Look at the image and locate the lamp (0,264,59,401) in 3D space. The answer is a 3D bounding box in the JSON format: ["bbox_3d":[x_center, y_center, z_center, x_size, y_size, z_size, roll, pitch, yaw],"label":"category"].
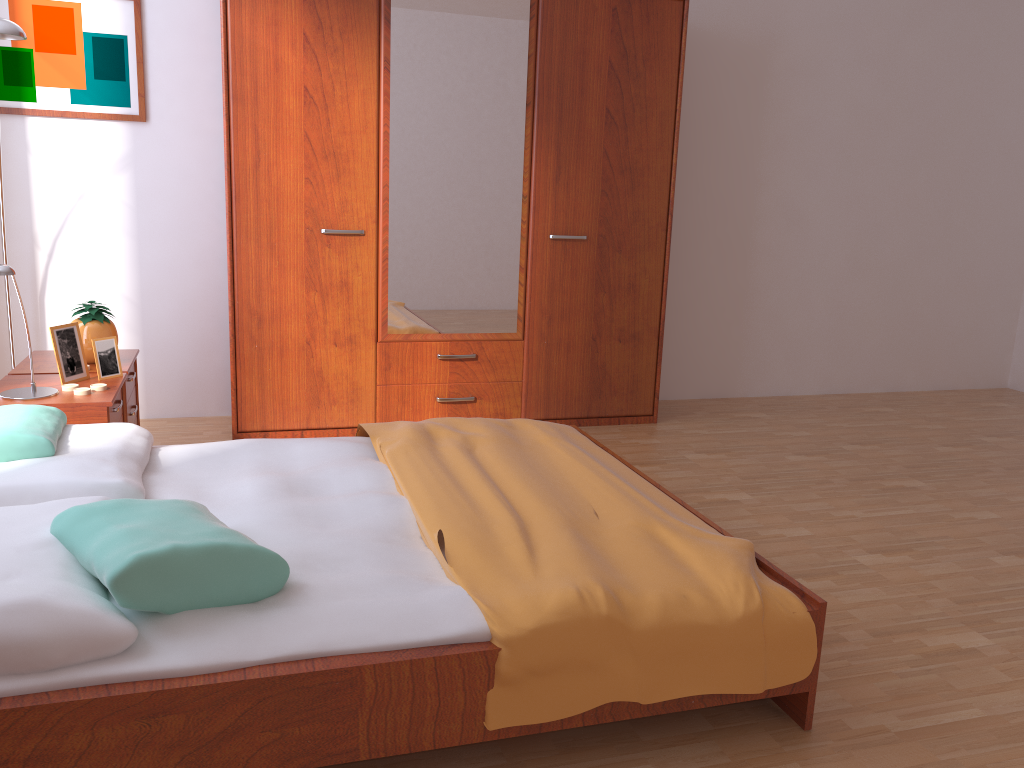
[{"bbox_3d":[-1.437,-0.155,2.617,0.163,0.421,0.337,-5,14,-29],"label":"lamp"}]

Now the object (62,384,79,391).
[{"bbox_3d":[-1.403,0.013,2.817,0.049,0.018,0.049,-5,14,-31],"label":"object"}]

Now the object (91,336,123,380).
[{"bbox_3d":[-1.365,-0.088,2.992,0.027,0.137,0.094,8,14,26],"label":"object"}]

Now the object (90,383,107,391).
[{"bbox_3d":[-1.321,0.012,2.835,0.049,0.018,0.049,-5,14,-31],"label":"object"}]

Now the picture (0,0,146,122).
[{"bbox_3d":[-1.887,-1.382,3.704,0.645,0.517,0.030,-2,13,-18],"label":"picture"}]

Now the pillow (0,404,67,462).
[{"bbox_3d":[-1.334,0.141,2.323,0.276,0.116,0.322,-2,13,-21],"label":"pillow"}]

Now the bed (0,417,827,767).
[{"bbox_3d":[-0.532,0.323,2.265,1.990,0.560,1.632,-2,13,-18],"label":"bed"}]

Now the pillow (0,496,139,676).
[{"bbox_3d":[-1.026,0.383,1.683,0.574,0.157,0.682,-3,13,-24],"label":"pillow"}]

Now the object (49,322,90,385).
[{"bbox_3d":[-1.450,-0.100,2.910,0.037,0.191,0.131,5,12,12],"label":"object"}]

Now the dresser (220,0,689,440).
[{"bbox_3d":[-0.266,-0.789,4.105,2.017,2.004,0.487,-2,13,-18],"label":"dresser"}]

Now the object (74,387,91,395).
[{"bbox_3d":[-1.343,0.025,2.773,0.049,0.018,0.049,-5,14,-31],"label":"object"}]

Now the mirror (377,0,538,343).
[{"bbox_3d":[-0.240,-0.950,3.855,0.681,1.556,0.037,-2,13,-18],"label":"mirror"}]

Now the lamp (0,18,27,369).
[{"bbox_3d":[-1.873,-0.497,3.393,0.387,1.603,0.799,-10,17,-44],"label":"lamp"}]

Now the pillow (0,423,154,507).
[{"bbox_3d":[-1.250,0.237,2.310,0.574,0.182,0.630,-2,13,-19],"label":"pillow"}]

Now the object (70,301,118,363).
[{"bbox_3d":[-1.535,-0.191,3.244,0.170,0.223,0.169,-7,15,-38],"label":"object"}]

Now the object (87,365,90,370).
[{"bbox_3d":[-1.507,-0.055,3.109,0.049,0.018,0.049,-5,14,-31],"label":"object"}]

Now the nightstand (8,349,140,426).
[{"bbox_3d":[-1.604,0.129,3.313,0.377,0.442,0.439,-2,13,-18],"label":"nightstand"}]

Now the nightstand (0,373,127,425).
[{"bbox_3d":[-1.465,0.228,2.881,0.377,0.442,0.439,-2,13,-18],"label":"nightstand"}]

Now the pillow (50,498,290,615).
[{"bbox_3d":[-0.694,0.333,1.780,0.334,0.164,0.425,-8,16,-40],"label":"pillow"}]
